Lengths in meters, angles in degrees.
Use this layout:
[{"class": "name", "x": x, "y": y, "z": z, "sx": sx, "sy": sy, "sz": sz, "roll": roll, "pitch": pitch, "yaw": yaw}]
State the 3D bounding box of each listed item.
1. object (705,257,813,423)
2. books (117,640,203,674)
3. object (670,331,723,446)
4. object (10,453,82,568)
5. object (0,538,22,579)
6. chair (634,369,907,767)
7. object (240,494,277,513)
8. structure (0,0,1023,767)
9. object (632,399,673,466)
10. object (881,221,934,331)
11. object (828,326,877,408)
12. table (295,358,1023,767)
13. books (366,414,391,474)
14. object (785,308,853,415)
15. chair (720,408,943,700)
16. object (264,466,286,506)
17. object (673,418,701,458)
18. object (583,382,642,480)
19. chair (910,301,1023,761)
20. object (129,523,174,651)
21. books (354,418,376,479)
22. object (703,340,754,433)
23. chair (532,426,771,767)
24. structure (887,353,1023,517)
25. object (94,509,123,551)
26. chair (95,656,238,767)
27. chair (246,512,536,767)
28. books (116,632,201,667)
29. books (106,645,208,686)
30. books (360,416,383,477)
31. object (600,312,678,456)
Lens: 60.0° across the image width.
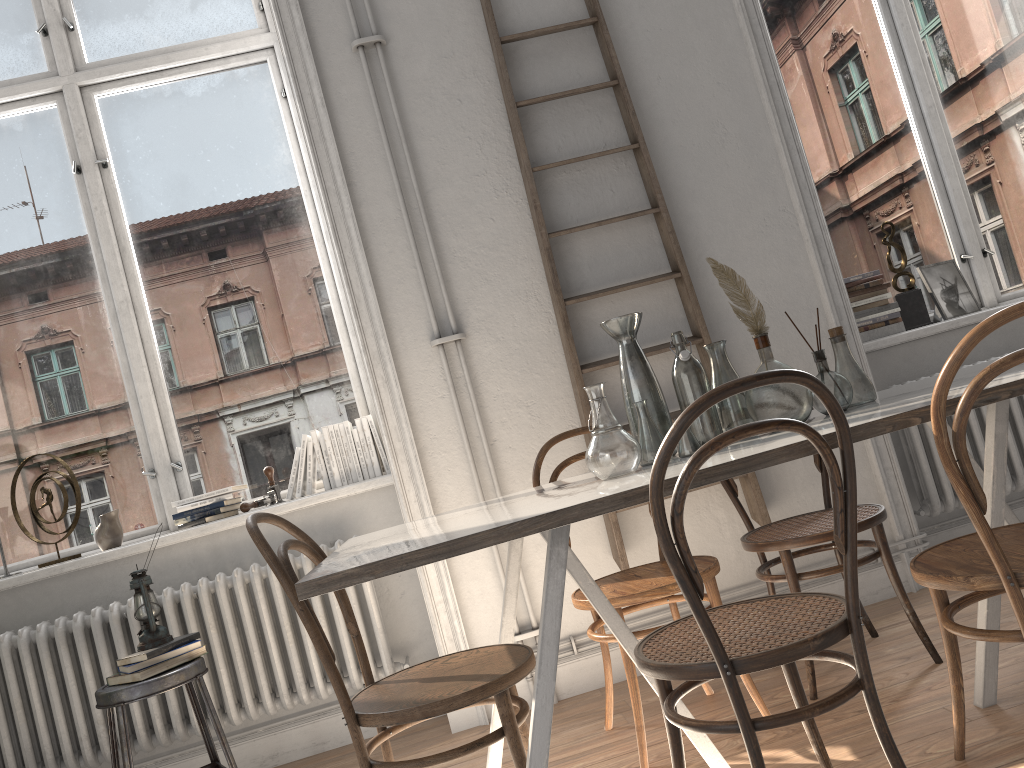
[{"class": "object", "x": 0.607, "y": -0.107, "z": 2.159, "sx": 0.157, "sy": 0.446, "sz": 0.157, "roll": -16, "pitch": -4, "yaw": 11}, {"class": "books", "x": -1.138, "y": 0.880, "z": 2.868, "sx": 0.232, "sy": 0.029, "sz": 0.163, "roll": -12, "pitch": -5, "yaw": -36}, {"class": "object", "x": 0.453, "y": 0.014, "z": 2.221, "sx": 0.086, "sy": 0.301, "sz": 0.086, "roll": -14, "pitch": -4, "yaw": -21}, {"class": "object", "x": -1.768, "y": 0.476, "z": 3.385, "sx": 0.348, "sy": 0.425, "sz": 0.087, "roll": -17, "pitch": -4, "yaw": 25}, {"class": "object", "x": -1.930, "y": 0.587, "z": 3.338, "sx": 0.095, "sy": 0.288, "sz": 0.095, "roll": -16, "pitch": -4, "yaw": 16}, {"class": "chair", "x": 0.459, "y": 0.462, "z": 1.698, "sx": 0.437, "sy": 0.920, "sz": 0.550, "roll": -14, "pitch": -4, "yaw": -11}, {"class": "object", "x": -1.003, "y": 0.469, "z": 3.478, "sx": 0.088, "sy": 0.048, "sz": 0.153, "roll": -18, "pitch": -5, "yaw": 33}, {"class": "structure", "x": 0.074, "y": -1.139, "z": 3.503, "sx": 5.180, "sy": 4.471, "sz": 0.340, "roll": -15, "pitch": -4, "yaw": -7}, {"class": "object", "x": 0.338, "y": 0.119, "z": 2.199, "sx": 0.083, "sy": 0.158, "sz": 0.084, "roll": -14, "pitch": -4, "yaw": -11}, {"class": "object", "x": 1.684, "y": -0.473, "z": 3.839, "sx": 0.122, "sy": 0.488, "sz": 0.102, "roll": -16, "pitch": -4, "yaw": 17}, {"class": "object", "x": 0.881, "y": -0.047, "z": 2.336, "sx": 0.101, "sy": 0.211, "sz": 0.101, "roll": -18, "pitch": -5, "yaw": 32}, {"class": "table", "x": 0.734, "y": 0.495, "z": 2.159, "sx": 2.199, "sy": 0.779, "sz": 1.101, "roll": -15, "pitch": -4, "yaw": -7}, {"class": "books", "x": -0.529, "y": 0.245, "z": 3.556, "sx": 0.040, "sy": 0.244, "sz": 0.175, "roll": -15, "pitch": -4, "yaw": -7}, {"class": "object", "x": 0.783, "y": -0.063, "z": 2.252, "sx": 0.106, "sy": 0.283, "sz": 0.107, "roll": -14, "pitch": -4, "yaw": -12}, {"class": "chair", "x": 0.915, "y": 0.421, "z": 2.777, "sx": 0.438, "sy": 0.920, "sz": 0.549, "roll": -15, "pitch": -4, "yaw": 0}, {"class": "object", "x": -0.929, "y": 0.392, "z": 3.437, "sx": 0.048, "sy": 0.153, "sz": 0.088, "roll": -12, "pitch": -5, "yaw": -37}, {"class": "object", "x": 0.414, "y": 0.124, "z": 2.110, "sx": 0.058, "sy": 0.094, "sz": 0.058, "roll": -17, "pitch": -4, "yaw": 21}, {"class": "object", "x": 0.220, "y": 0.108, "z": 2.060, "sx": 0.132, "sy": 0.219, "sz": 0.132, "roll": -14, "pitch": -4, "yaw": -18}, {"class": "chair", "x": 1.024, "y": 0.311, "z": 1.732, "sx": 0.438, "sy": 0.920, "sz": 0.549, "roll": -16, "pitch": -4, "yaw": 4}, {"class": "object", "x": -1.188, "y": 0.662, "z": 2.914, "sx": 0.163, "sy": 0.383, "sz": 0.155, "roll": -13, "pitch": -5, "yaw": -33}, {"class": "books", "x": -0.586, "y": 0.262, "z": 3.571, "sx": 0.024, "sy": 0.243, "sz": 0.175, "roll": -15, "pitch": -4, "yaw": -7}, {"class": "object", "x": 0.561, "y": 0.016, "z": 2.305, "sx": 0.098, "sy": 0.255, "sz": 0.100, "roll": -13, "pitch": -4, "yaw": -30}, {"class": "chair", "x": 0.372, "y": 0.558, "z": 2.630, "sx": 0.437, "sy": 0.920, "sz": 0.549, "roll": -15, "pitch": -4, "yaw": -9}, {"class": "structure", "x": 2.297, "y": 0.091, "z": 3.682, "sx": 1.577, "sy": 0.552, "sz": 0.195, "roll": -15, "pitch": -4, "yaw": -7}, {"class": "object", "x": -1.546, "y": 0.562, "z": 3.395, "sx": 0.100, "sy": 0.142, "sz": 0.102, "roll": -13, "pitch": -5, "yaw": -32}, {"class": "chair", "x": -1.083, "y": 1.173, "z": 2.809, "sx": 0.363, "sy": 0.522, "sz": 0.361, "roll": -13, "pitch": -5, "yaw": -33}, {"class": "chair", "x": -0.219, "y": 0.672, "z": 2.024, "sx": 0.549, "sy": 0.920, "sz": 0.438, "roll": -15, "pitch": -4, "yaw": 1}, {"class": "books", "x": -1.143, "y": 0.858, "z": 2.870, "sx": 0.147, "sy": 0.027, "sz": 0.221, "roll": -17, "pitch": -5, "yaw": 25}, {"class": "books", "x": -1.142, "y": 0.907, "z": 2.862, "sx": 0.194, "sy": 0.034, "sz": 0.246, "roll": -18, "pitch": -5, "yaw": 33}, {"class": "books", "x": -0.560, "y": 0.253, "z": 3.554, "sx": 0.024, "sy": 0.243, "sz": 0.175, "roll": -15, "pitch": -4, "yaw": -7}, {"class": "object", "x": 0.337, "y": 0.012, "z": 2.323, "sx": 0.116, "sy": 0.382, "sz": 0.116, "roll": -16, "pitch": -4, "yaw": 4}]
